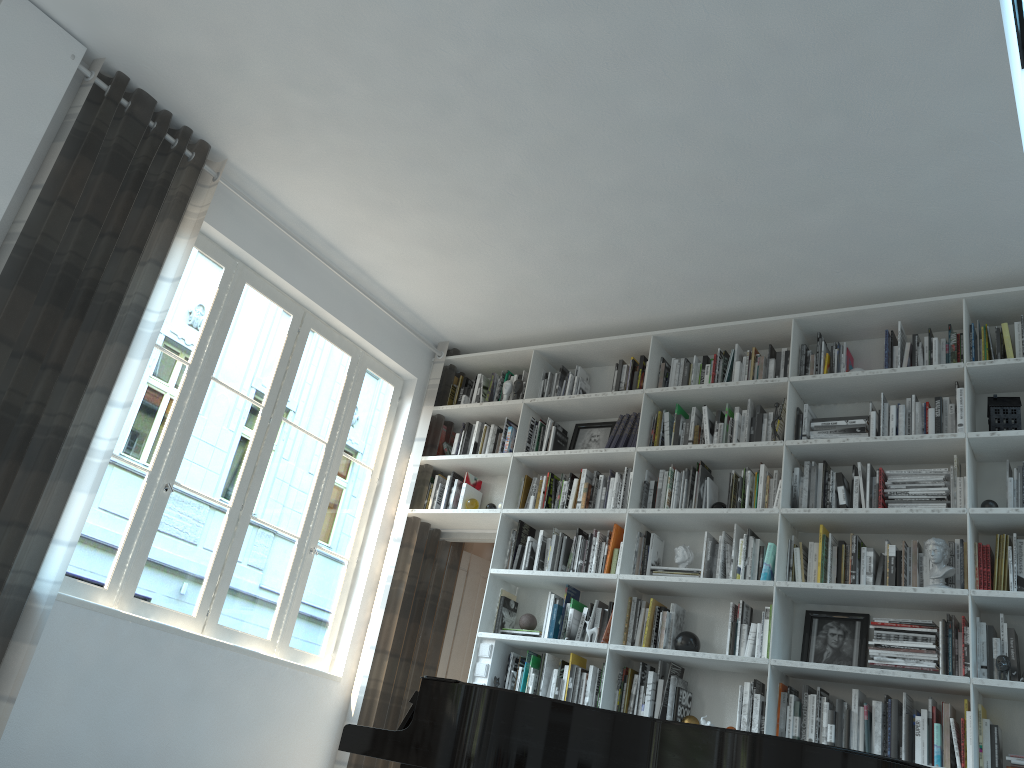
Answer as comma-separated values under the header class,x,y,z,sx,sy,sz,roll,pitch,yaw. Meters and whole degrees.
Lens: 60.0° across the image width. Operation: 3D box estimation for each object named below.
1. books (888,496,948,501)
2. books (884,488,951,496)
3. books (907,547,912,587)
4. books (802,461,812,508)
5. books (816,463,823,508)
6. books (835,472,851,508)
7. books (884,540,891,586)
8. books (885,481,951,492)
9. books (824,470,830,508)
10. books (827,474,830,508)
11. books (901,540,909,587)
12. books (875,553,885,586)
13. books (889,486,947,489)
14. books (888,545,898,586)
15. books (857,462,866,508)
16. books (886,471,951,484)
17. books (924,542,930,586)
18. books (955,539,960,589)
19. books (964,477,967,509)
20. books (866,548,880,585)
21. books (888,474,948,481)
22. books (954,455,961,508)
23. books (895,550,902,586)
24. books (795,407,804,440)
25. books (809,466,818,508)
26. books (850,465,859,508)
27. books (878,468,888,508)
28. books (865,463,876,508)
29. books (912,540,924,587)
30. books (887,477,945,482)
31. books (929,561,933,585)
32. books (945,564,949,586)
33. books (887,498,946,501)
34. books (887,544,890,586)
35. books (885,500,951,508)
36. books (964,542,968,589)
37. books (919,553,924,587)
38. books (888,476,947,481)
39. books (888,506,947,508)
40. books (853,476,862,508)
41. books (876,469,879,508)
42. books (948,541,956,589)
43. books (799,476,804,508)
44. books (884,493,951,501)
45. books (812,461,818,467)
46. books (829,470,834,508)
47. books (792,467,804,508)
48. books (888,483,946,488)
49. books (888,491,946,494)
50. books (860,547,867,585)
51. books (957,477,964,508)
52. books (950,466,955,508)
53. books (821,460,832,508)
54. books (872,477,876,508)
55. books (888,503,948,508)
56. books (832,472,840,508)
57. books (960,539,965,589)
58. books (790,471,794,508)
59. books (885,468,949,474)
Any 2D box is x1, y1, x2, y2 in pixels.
class,x,y,z,sx,sy,sz,roll,pitch,yaw
books,1.967,0.573,4.280,0.254,0.012,0.161,-4,-28,32
books,1.972,0.540,4.293,0.285,0.012,0.160,-7,-30,36
books,1.881,0.899,4.163,0.025,0.229,0.143,-5,-29,33
books,1.540,0.570,4.577,0.026,0.295,0.180,-5,-29,33
books,1.601,0.571,4.548,0.029,0.294,0.151,-5,-29,33
books,1.679,0.582,4.467,0.066,0.235,0.154,-5,-29,33
books,1.795,0.889,4.214,0.014,0.257,0.162,-5,-29,33
books,1.981,0.509,4.311,0.285,0.012,0.160,-5,-29,33
books,1.620,0.585,4.519,0.011,0.251,0.153,-5,-29,33
books,1.628,0.593,4.509,0.014,0.232,0.147,-5,-29,33
books,1.848,0.878,4.149,0.012,0.244,0.186,-5,-29,33
books,1.768,0.922,4.226,0.050,0.198,0.146,-5,-29,33
books,1.974,0.529,4.298,0.254,0.012,0.161,-4,-28,31
books,1.810,0.895,4.179,0.029,0.223,0.186,-5,-29,33
books,1.767,0.554,4.432,0.049,0.290,0.163,-5,-29,33
books,1.985,0.460,4.324,0.285,0.012,0.160,-3,-28,29
books,1.938,0.877,4.123,0.024,0.258,0.127,-5,-29,33
books,2.052,0.861,4.061,0.025,0.277,0.108,-5,-29,33
books,2.151,0.558,4.162,0.030,0.204,0.159,-5,-29,33
books,1.730,0.913,4.243,0.030,0.214,0.169,-5,-29,33
books,1.989,0.476,4.328,0.254,0.012,0.161,-5,-29,33
books,2.118,0.510,4.210,0.012,0.317,0.140,-5,-29,33
books,1.833,0.904,4.159,0.029,0.199,0.179,-5,-29,33
books,1.551,0.273,4.763,0.012,0.253,0.161,-5,-29,33
books,1.566,0.578,4.544,0.025,0.264,0.186,-5,-29,33
books,1.727,0.562,4.461,0.022,0.284,0.131,-5,-29,33
books,1.829,0.558,4.358,0.013,0.245,0.177,-5,-29,33
books,1.787,0.555,4.397,0.021,0.268,0.192,-5,-29,33
books,1.895,0.876,4.141,0.025,0.257,0.151,-5,-29,33
books,1.979,0.494,4.309,0.254,0.012,0.161,-9,-31,38
books,1.956,0.899,4.094,0.035,0.200,0.150,-5,-29,33
books,2.013,0.884,4.085,0.021,0.241,0.103,-5,-29,33
books,1.964,0.584,4.275,0.254,0.012,0.161,-7,-30,35
books,1.800,0.897,4.199,0.010,0.233,0.175,-5,-29,33
books,1.961,0.594,4.269,0.285,0.012,0.160,-4,-28,31
books,2.076,0.864,4.035,0.014,0.259,0.137,-5,-29,33
books,1.918,0.905,4.130,0.022,0.205,0.114,-5,-29,33
books,1.984,0.485,4.320,0.254,0.012,0.161,-7,-30,35
books,1.960,0.618,4.264,0.254,0.012,0.161,-5,-29,33
books,1.736,0.588,4.430,0.024,0.215,0.148,-5,-29,33
books,1.823,0.566,4.375,0.015,0.244,0.183,-5,-29,33
books,2.024,0.867,4.063,0.025,0.258,0.131,-5,-29,33
books,1.521,0.611,4.591,0.027,0.227,0.148,-5,-29,33
books,1.970,0.563,4.287,0.285,0.012,0.160,-6,-29,34
books,1.568,0.570,4.583,0.014,0.311,0.134,-5,-29,33
books,1.639,0.582,4.501,0.014,0.249,0.173,-5,-29,33
books,1.495,0.589,4.602,0.026,0.266,0.171,-5,-29,33
books,1.978,0.519,4.304,0.254,0.012,0.161,-7,-30,35
books,1.972,0.552,4.292,0.254,0.012,0.161,-6,-29,34
books,1.707,0.914,4.257,0.024,0.215,0.176,-5,-29,33
books,2.123,0.561,4.173,0.030,0.197,0.172,-5,-29,33
books,2.093,0.533,4.193,0.012,0.253,0.161,-5,-29,33
books,1.614,0.563,4.532,0.011,0.299,0.180,-5,-29,33
books,1.809,0.584,4.386,0.024,0.215,0.133,-5,-29,33
books,1.961,0.606,4.267,0.254,0.012,0.161,-5,-29,33
books,1.649,0.587,4.493,0.011,0.238,0.148,-5,-29,33
books,2.058,0.858,4.035,0.014,0.265,0.154,-5,-29,33
books,1.483,0.601,4.618,0.012,0.253,0.161,-5,-29,33
books,1.991,0.452,4.334,0.285,0.012,0.160,-7,-30,35
